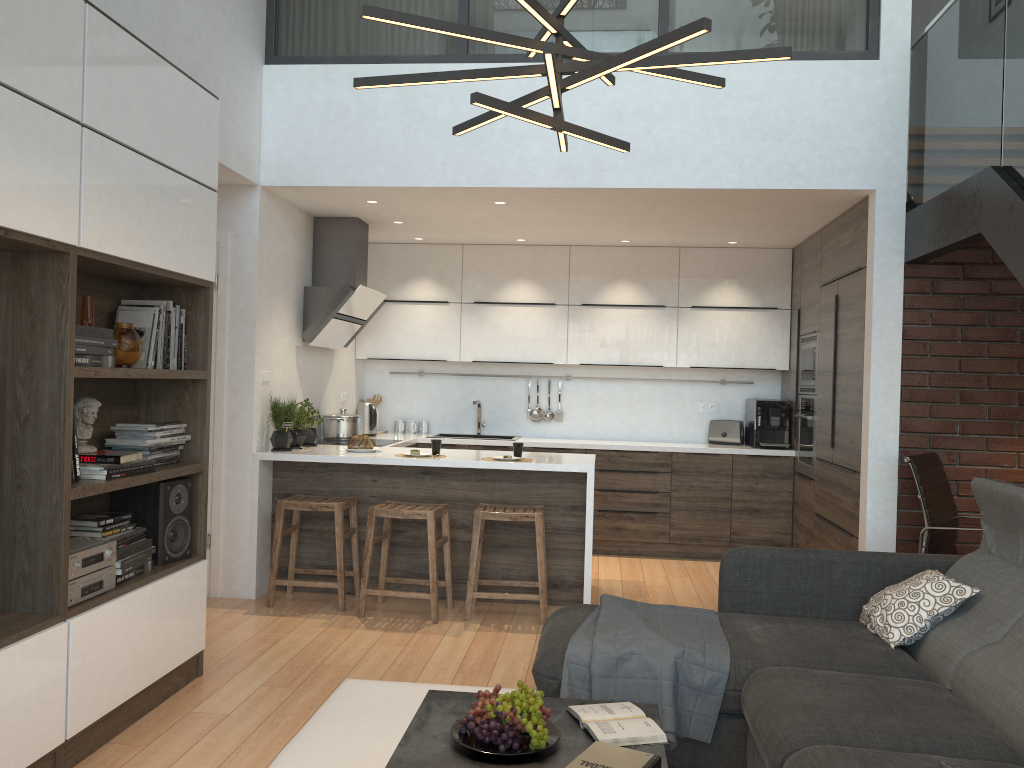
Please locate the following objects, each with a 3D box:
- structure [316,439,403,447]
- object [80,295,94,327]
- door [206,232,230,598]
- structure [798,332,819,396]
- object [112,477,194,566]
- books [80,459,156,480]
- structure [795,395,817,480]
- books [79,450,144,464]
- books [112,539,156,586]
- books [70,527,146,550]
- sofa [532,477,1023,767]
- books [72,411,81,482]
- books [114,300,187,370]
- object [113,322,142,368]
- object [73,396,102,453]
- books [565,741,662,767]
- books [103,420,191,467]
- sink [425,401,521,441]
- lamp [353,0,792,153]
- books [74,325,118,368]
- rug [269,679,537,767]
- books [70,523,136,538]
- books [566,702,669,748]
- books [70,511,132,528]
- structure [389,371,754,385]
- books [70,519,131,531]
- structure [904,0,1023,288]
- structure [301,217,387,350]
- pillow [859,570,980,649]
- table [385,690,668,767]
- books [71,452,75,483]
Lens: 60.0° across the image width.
[{"bbox_3d":[-1.105,0.405,6.213,0.550,0.006,0.609,2,0,6],"label":"structure"},{"bbox_3d":[-1.573,-0.195,3.271,0.081,0.265,0.082,2,0,27],"label":"object"},{"bbox_3d":[-2.155,0.171,5.211,0.974,2.136,0.085,2,0,6],"label":"door"},{"bbox_3d":[2.319,-0.130,6.248,0.459,0.430,0.595,2,0,6],"label":"structure"},{"bbox_3d":[-1.482,0.558,3.676,0.244,0.331,0.214,2,0,16],"label":"object"},{"bbox_3d":[-1.509,0.308,3.263,0.250,0.047,0.310,2,0,11],"label":"books"},{"bbox_3d":[2.287,0.370,6.251,0.495,0.570,0.595,2,0,6],"label":"structure"},{"bbox_3d":[-1.535,0.269,3.274,0.266,0.030,0.209,2,0,-1],"label":"books"},{"bbox_3d":[-1.527,0.664,3.344,0.248,0.123,0.307,2,0,1],"label":"books"},{"bbox_3d":[-1.545,0.580,3.341,0.224,0.042,0.277,2,0,1],"label":"books"},{"bbox_3d":[0.737,0.826,2.145,2.108,0.995,3.169,2,0,6],"label":"sofa"},{"bbox_3d":[-1.565,0.211,3.016,0.177,0.242,0.066,2,0,5],"label":"books"},{"bbox_3d":[-1.506,-0.203,3.647,0.201,0.287,0.332,2,0,6],"label":"books"},{"bbox_3d":[-1.478,-0.146,3.375,0.130,0.171,0.130,1,0,-45],"label":"object"},{"bbox_3d":[-1.593,0.148,3.276,0.117,0.207,0.116,1,0,-44],"label":"object"},{"bbox_3d":[0.244,0.948,2.176,0.179,0.029,0.225,2,0,29],"label":"books"},{"bbox_3d":[-1.502,0.244,3.621,0.224,0.176,0.374,2,0,5],"label":"books"},{"bbox_3d":[-0.297,0.395,7.131,0.706,0.518,0.512,2,0,6],"label":"sink"},{"bbox_3d":[0.173,-2.507,2.385,1.200,3.645,0.831,2,0,16],"label":"lamp"},{"bbox_3d":[-1.558,-0.130,3.030,0.277,0.137,0.343,2,0,1],"label":"books"},{"bbox_3d":[-0.048,1.290,2.515,1.606,0.013,2.496,2,0,5],"label":"rug"},{"bbox_3d":[-1.551,0.548,3.339,0.161,0.023,0.213,2,0,9],"label":"books"},{"bbox_3d":[0.290,0.951,2.498,0.199,0.025,0.294,2,0,-15],"label":"books"},{"bbox_3d":[-1.567,0.509,3.342,0.161,0.023,0.213,2,0,9],"label":"books"},{"bbox_3d":[0.462,-0.051,7.331,3.000,0.045,0.050,2,0,6],"label":"structure"},{"bbox_3d":[-1.553,0.529,3.338,0.142,0.015,0.198,2,0,4],"label":"books"},{"bbox_3d":[2.602,-0.128,3.359,1.289,3.460,5.660,2,0,6],"label":"structure"},{"bbox_3d":[-1.158,-0.750,6.223,0.407,0.998,0.898,2,0,6],"label":"structure"},{"bbox_3d":[1.348,0.784,2.190,0.386,0.364,2.734,2,0,10],"label":"pillow"},{"bbox_3d":[0.051,1.118,2.365,0.700,0.323,0.700,2,0,6],"label":"table"},{"bbox_3d":[-1.576,0.205,2.987,0.193,0.255,0.066,2,0,5],"label":"books"}]
